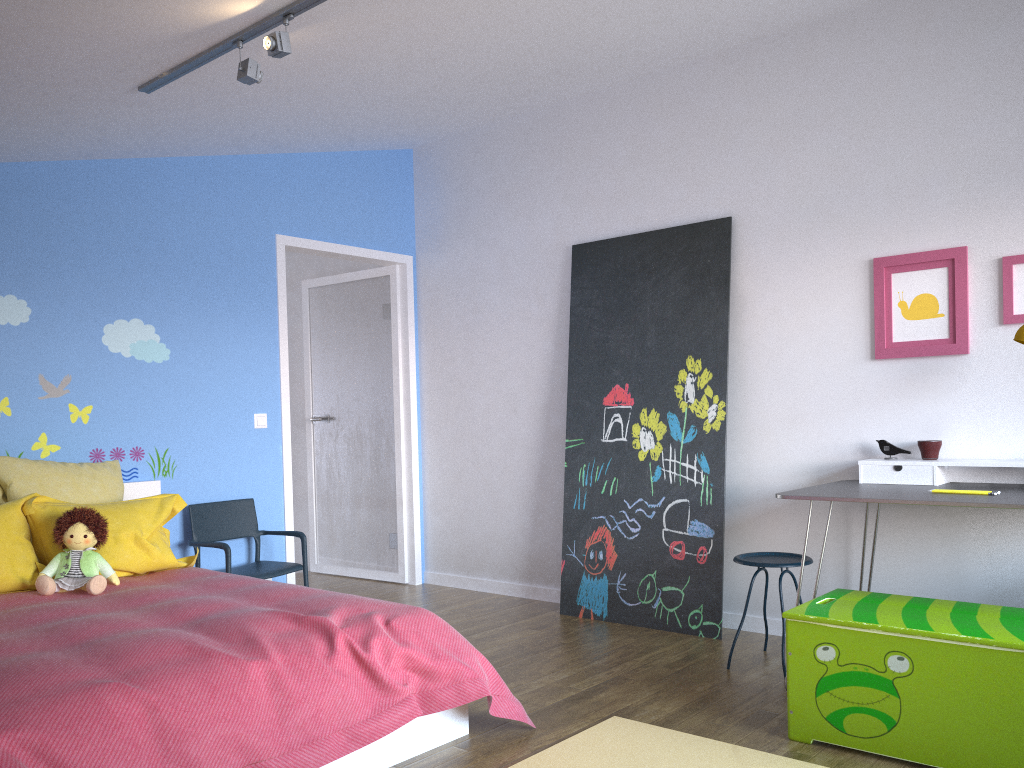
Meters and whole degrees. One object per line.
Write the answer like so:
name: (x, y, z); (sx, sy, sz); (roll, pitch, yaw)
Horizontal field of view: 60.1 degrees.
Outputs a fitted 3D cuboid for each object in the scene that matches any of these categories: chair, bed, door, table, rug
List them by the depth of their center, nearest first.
rug: (0.101, 1.141, 1.911); (1.201, 0.006, 2.199); (-3, -3, 41)
bed: (-1.372, 0.822, 3.044); (2.319, 0.811, 1.925); (-3, -2, 41)
table: (1.754, 0.774, 3.236); (1.336, 0.759, 0.807); (-3, -1, 41)
chair: (1.103, 0.960, 3.733); (0.325, 0.462, 0.364); (-1, 0, 41)
chair: (-1.365, 0.942, 4.522); (0.417, 0.675, 0.512); (-1, 0, 37)
door: (-1.329, 0.255, 5.676); (0.999, 2.130, 1.032); (-1, 1, 41)

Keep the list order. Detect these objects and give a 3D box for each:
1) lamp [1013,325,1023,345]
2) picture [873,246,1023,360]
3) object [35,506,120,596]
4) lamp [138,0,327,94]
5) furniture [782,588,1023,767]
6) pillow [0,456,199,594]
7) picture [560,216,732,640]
lamp: (2.051, 0.047, 3.051); (0.558, 0.666, 0.161); (-2, 1, 24)
picture: (2.020, -0.352, 3.489); (1.154, 0.440, 0.027); (-3, 0, 41)
object: (-1.637, 0.633, 3.328); (0.286, 0.342, 0.251); (-1, 0, -15)
lamp: (-0.814, -0.995, 2.684); (1.205, 0.143, 0.123); (-3, -2, 44)
furniture: (1.342, 0.933, 2.788); (0.813, 0.419, 0.481); (-3, -1, 41)
pillow: (-1.986, 0.555, 3.536); (0.680, 0.532, 1.344); (-2, -2, 42)
picture: (0.660, 0.221, 4.531); (0.958, 2.020, 0.207); (-1, 1, 41)
